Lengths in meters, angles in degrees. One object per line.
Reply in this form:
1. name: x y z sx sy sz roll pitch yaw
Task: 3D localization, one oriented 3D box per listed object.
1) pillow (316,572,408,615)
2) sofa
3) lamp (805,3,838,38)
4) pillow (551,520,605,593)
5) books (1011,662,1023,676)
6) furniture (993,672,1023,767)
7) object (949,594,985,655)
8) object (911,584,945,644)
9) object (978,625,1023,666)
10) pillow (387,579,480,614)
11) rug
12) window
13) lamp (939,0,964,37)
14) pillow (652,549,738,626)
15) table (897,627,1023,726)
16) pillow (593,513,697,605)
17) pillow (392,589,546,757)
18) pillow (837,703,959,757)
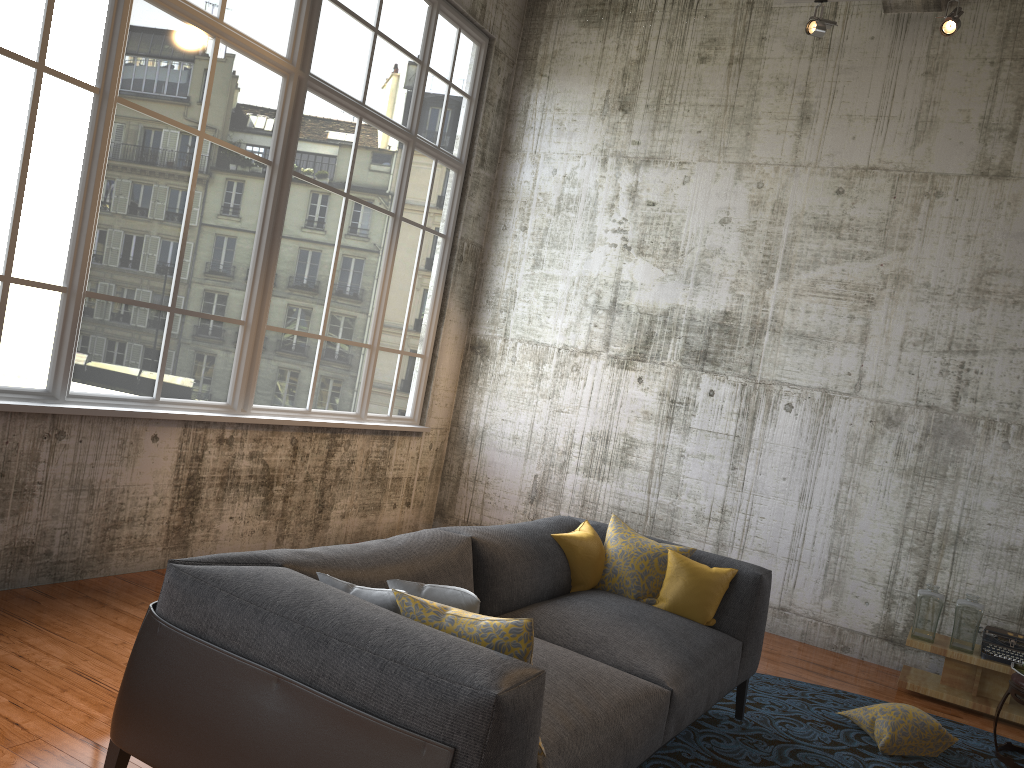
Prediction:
1. pillow: -0.431 0.764 2.801 0.433 0.319 0.169 11 2 27
2. sofa: 0.042 1.130 3.674 1.358 0.862 3.009 11 1 29
3. lamp: 1.991 -2.344 5.736 0.261 0.211 0.101 10 2 -27
4. pillow: 0.359 0.904 4.527 0.228 0.372 0.406 12 2 37
5. books: 2.893 1.574 4.767 0.300 0.043 0.228 11 1 2
6. furniture: 2.863 1.825 4.739 0.432 0.477 0.431 10 2 -17
7. object: 2.901 1.523 5.651 0.162 0.362 0.163 12 3 30
8. object: 2.700 1.484 5.758 0.162 0.362 0.163 12 2 26
9. object: 3.166 1.675 5.599 0.422 0.153 0.382 11 1 28
10. pillow: -0.233 0.780 2.826 0.364 0.315 0.171 11 2 18
11. rug: 1.595 1.853 3.134 4.853 0.009 4.834 10 1 -16
12. window: -1.486 -1.443 5.776 0.050 3.439 4.290 12 2 28
13. lamp: 2.675 -2.211 5.388 0.101 0.228 0.199 12 2 38
14. pillow: 0.885 1.004 4.346 0.434 0.319 0.168 11 2 2
15. table: 2.991 1.902 5.705 0.873 0.359 0.476 11 1 28
16. pillow: 0.617 0.933 4.524 0.535 0.446 0.260 12 2 35
17. pillow: -0.103 0.823 2.617 0.535 0.446 0.260 12 2 35
18. pillow: 2.076 1.828 4.713 0.504 0.247 0.480 10 1 -6
